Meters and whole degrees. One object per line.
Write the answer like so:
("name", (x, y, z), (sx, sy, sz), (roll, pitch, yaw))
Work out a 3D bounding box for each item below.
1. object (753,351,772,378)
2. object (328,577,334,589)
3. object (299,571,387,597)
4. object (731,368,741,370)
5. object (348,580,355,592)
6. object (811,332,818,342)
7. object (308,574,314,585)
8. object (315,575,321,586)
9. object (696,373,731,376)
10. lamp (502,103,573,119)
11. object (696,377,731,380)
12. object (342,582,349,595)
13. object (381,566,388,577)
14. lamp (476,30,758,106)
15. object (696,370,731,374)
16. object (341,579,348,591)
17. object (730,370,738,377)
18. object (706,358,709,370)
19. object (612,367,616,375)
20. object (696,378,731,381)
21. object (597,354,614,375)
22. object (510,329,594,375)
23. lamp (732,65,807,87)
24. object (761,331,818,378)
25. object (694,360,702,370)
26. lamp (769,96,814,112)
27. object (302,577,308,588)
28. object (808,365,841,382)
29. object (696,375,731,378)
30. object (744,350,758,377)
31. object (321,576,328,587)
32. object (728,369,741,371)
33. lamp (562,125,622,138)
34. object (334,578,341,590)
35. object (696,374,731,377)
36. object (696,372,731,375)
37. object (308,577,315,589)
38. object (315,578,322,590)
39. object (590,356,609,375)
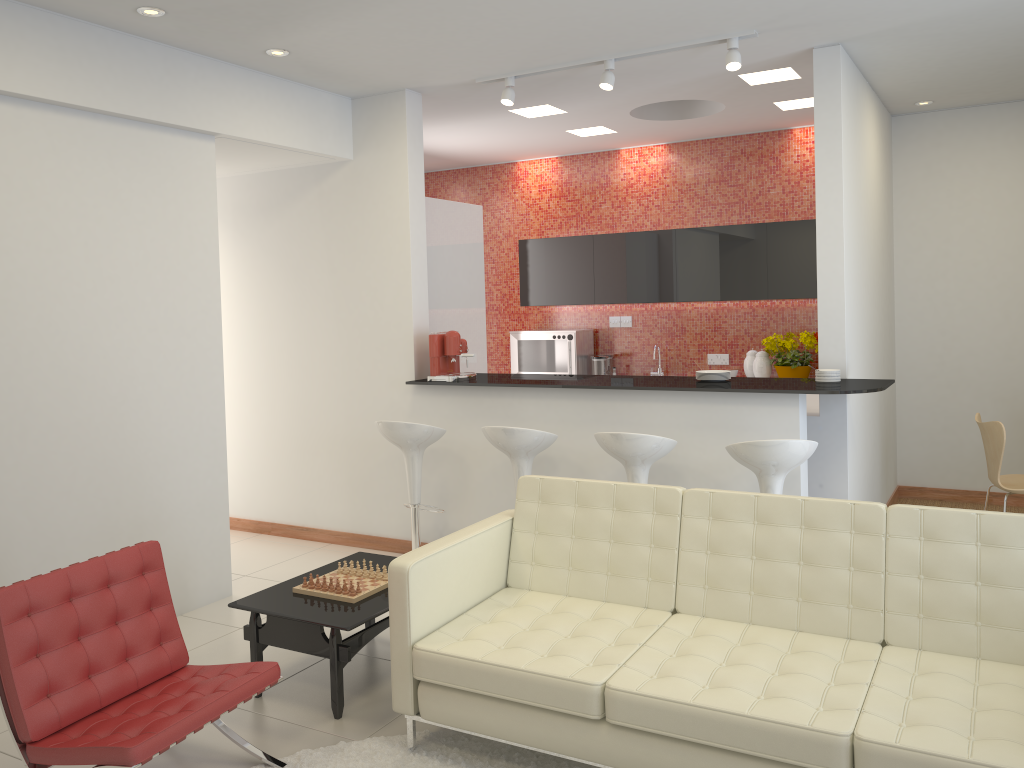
("object", (2.159, -0.156, 7.634), (0.159, 0.283, 0.160), (-2, 3, -9))
("object", (-0.828, 0.906, 4.045), (0.030, 0.049, 0.030), (0, 3, 37))
("object", (-0.760, 0.921, 4.123), (0.346, 0.001, 0.350), (1, 6, 30))
("object", (1.968, -0.128, 7.930), (0.234, 0.009, 0.008), (-5, 5, -36))
("object", (-0.723, 0.908, 3.986), (0.030, 0.049, 0.030), (0, 3, 37))
("object", (2.747, -0.230, 7.299), (0.503, 0.448, 0.524), (-1, 4, 9))
("object", (-0.932, 0.904, 4.104), (0.030, 0.049, 0.030), (0, 3, 37))
("object", (-0.897, 0.904, 4.084), (0.030, 0.049, 0.030), (0, 3, 37))
("object", (1.231, -0.056, 5.415), (0.210, 0.015, 0.211), (-3, 5, -16))
("lamp", (0.202, -2.123, 6.843), (0.408, 0.034, 0.410), (1, 6, 30))
("object", (1.232, -0.035, 5.415), (0.210, 0.015, 0.211), (-3, 5, -16))
("object", (-0.743, 0.911, 3.951), (0.030, 0.052, 0.030), (0, 3, 37))
("object", (-0.605, 0.885, 4.194), (0.030, 0.052, 0.030), (-1, 3, 22))
("lamp", (0.570, -1.889, 5.389), (1.822, 0.199, 0.112), (1, 4, 30))
("object", (1.231, -0.070, 5.414), (0.210, 0.015, 0.211), (-3, 5, -16))
("object", (-0.758, 0.908, 4.005), (0.030, 0.049, 0.030), (0, 3, 37))
("object", (1.964, -0.081, 7.925), (0.121, 0.084, 0.121), (-2, 4, -5))
("object", (1.755, -0.129, 7.917), (0.009, 0.195, 0.140), (-2, 3, -1))
("object", (0.985, -0.117, 8.509), (0.037, 0.092, 0.037), (0, 3, 30))
("object", (1.232, -0.028, 5.416), (0.210, 0.015, 0.211), (-3, 5, -16))
("object", (0.913, -0.176, 8.636), (0.172, 0.215, 0.172), (-4, 4, -42))
("object", (0.389, -0.294, 8.715), (0.722, 0.470, 0.437), (1, 4, 30))
("lamp", (1.739, -2.089, 5.969), (0.408, 0.034, 0.410), (1, 6, 30))
("object", (2.379, -0.238, 7.504), (0.522, 0.448, 0.504), (1, 4, 32))
("object", (1.694, -0.125, 7.898), (0.164, 0.177, 0.011), (1, 3, 43))
("lamp", (2.231, -2.180, 6.835), (0.408, 0.034, 0.410), (1, 6, 30))
("object", (-0.952, 0.910, 4.070), (0.030, 0.044, 0.030), (0, 4, 37))
("object", (1.829, -0.067, 5.176), (0.173, 0.097, 0.140), (0, 4, 22))
("object", (1.232, -0.042, 5.415), (0.210, 0.015, 0.211), (-3, 5, -16))
("object", (2.129, -0.172, 7.822), (0.159, 0.283, 0.160), (-2, 3, -9))
("object", (-0.862, 0.905, 4.065), (0.030, 0.049, 0.030), (0, 3, 37))
("object", (1.959, -0.125, 7.904), (0.234, 0.009, 0.008), (-5, 4, -31))
("lamp", (0.693, -2.214, 7.709), (0.408, 0.034, 0.410), (1, 6, 30))
("object", (-0.793, 0.907, 4.025), (0.030, 0.049, 0.030), (0, 3, 37))
("object", (1.232, -0.049, 5.415), (0.210, 0.015, 0.211), (-3, 5, -16))
("object", (1.231, -0.063, 5.414), (0.210, 0.015, 0.211), (-3, 5, -16))
("object", (-0.917, 0.907, 4.050), (0.030, 0.052, 0.030), (0, 3, 37))
("object", (-0.882, 0.906, 4.030), (0.030, 0.055, 0.030), (0, 3, 37))
("object", (0.833, -0.154, 8.414), (0.172, 0.215, 0.172), (-4, 4, -42))
